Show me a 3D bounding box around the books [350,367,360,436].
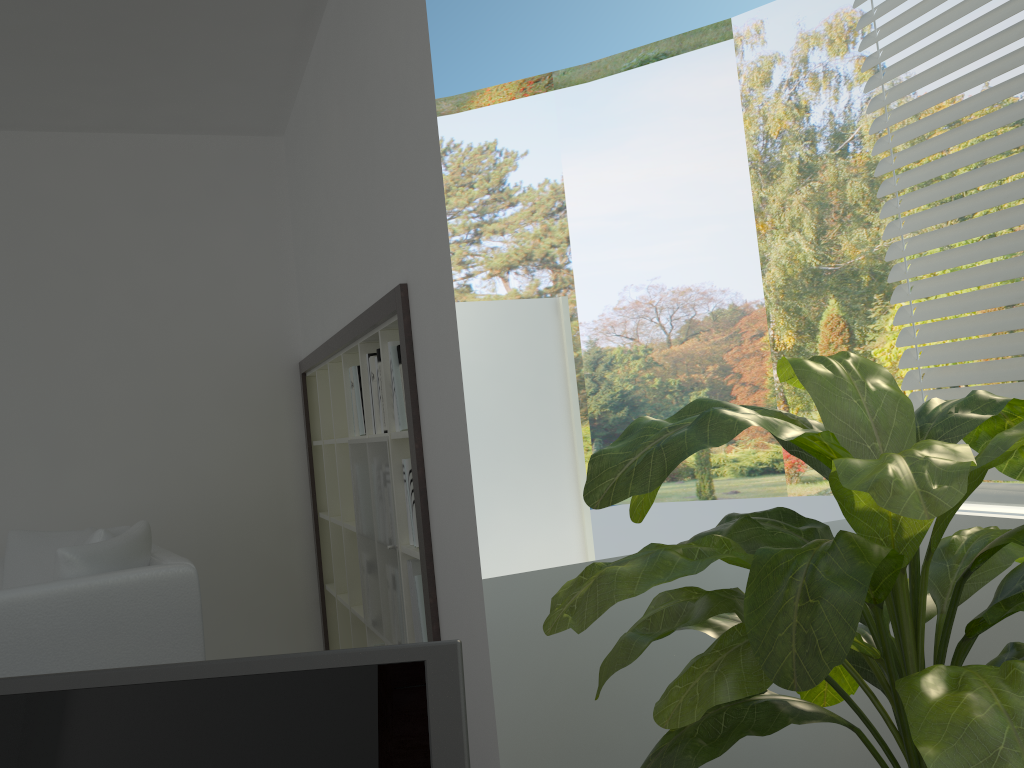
[{"bbox_3d":[-0.493,0.058,3.322,0.207,0.258,0.040,-5,-4,-21],"label":"books"}]

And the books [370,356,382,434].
[{"bbox_3d":[-0.362,0.029,2.973,0.207,0.258,0.040,-5,-4,-21],"label":"books"}]

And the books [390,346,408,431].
[{"bbox_3d":[-0.249,0.006,2.666,0.208,0.258,0.058,-5,-4,-21],"label":"books"}]

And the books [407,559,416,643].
[{"bbox_3d":[-0.202,0.672,2.702,0.212,0.298,0.032,-5,-4,-21],"label":"books"}]

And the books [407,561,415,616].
[{"bbox_3d":[-0.196,0.668,2.688,0.219,0.303,0.032,-5,-4,-21],"label":"books"}]

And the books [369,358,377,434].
[{"bbox_3d":[-0.371,0.032,3.013,0.207,0.258,0.040,-5,-4,-21],"label":"books"}]

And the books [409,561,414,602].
[{"bbox_3d":[-0.192,0.670,2.677,0.211,0.297,0.032,-5,-4,-21],"label":"books"}]

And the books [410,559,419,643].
[{"bbox_3d":[-0.191,0.667,2.672,0.217,0.301,0.032,-5,-4,-21],"label":"books"}]

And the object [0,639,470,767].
[{"bbox_3d":[-0.220,0.329,0.450,0.380,0.288,0.319,-6,-3,4],"label":"object"}]

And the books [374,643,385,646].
[{"bbox_3d":[-0.401,1.089,3.305,0.207,0.258,0.040,-5,-4,-21],"label":"books"}]

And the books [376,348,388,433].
[{"bbox_3d":[-0.326,0.015,2.887,0.207,0.272,0.053,-5,-4,-21],"label":"books"}]

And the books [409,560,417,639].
[{"bbox_3d":[-0.197,0.671,2.693,0.211,0.297,0.032,-5,-4,-21],"label":"books"}]

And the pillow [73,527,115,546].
[{"bbox_3d":[-1.480,0.728,3.059,0.255,0.467,0.531,-4,-3,-30],"label":"pillow"}]

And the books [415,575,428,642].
[{"bbox_3d":[-0.172,0.684,2.630,0.207,0.260,0.060,-5,-4,-21],"label":"books"}]

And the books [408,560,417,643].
[{"bbox_3d":[-0.199,0.672,2.698,0.211,0.297,0.032,-5,-4,-21],"label":"books"}]

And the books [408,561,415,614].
[{"bbox_3d":[-0.193,0.671,2.682,0.211,0.297,0.032,-5,-4,-21],"label":"books"}]

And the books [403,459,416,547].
[{"bbox_3d":[-0.209,0.344,2.663,0.208,0.260,0.060,-5,-4,-20],"label":"books"}]

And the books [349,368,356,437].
[{"bbox_3d":[-0.504,0.061,3.368,0.207,0.258,0.040,-5,-4,-21],"label":"books"}]

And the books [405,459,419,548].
[{"bbox_3d":[-0.201,0.343,2.639,0.207,0.260,0.060,-5,-4,-21],"label":"books"}]

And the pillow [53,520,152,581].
[{"bbox_3d":[-1.303,0.697,2.805,0.257,0.474,0.464,-6,-3,7],"label":"pillow"}]

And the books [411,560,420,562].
[{"bbox_3d":[-0.183,0.666,2.663,0.214,0.299,0.032,-5,-4,-21],"label":"books"}]

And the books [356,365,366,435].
[{"bbox_3d":[-0.455,0.051,3.259,0.208,0.258,0.058,-5,-4,-21],"label":"books"}]

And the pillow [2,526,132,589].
[{"bbox_3d":[-1.658,0.783,3.315,0.497,0.504,0.235,-6,-3,0],"label":"pillow"}]

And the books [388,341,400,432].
[{"bbox_3d":[-0.269,0.001,2.739,0.207,0.276,0.040,-5,-4,-21],"label":"books"}]

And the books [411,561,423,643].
[{"bbox_3d":[-0.182,0.668,2.652,0.211,0.297,0.032,-5,-4,-21],"label":"books"}]

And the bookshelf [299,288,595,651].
[{"bbox_3d":[-0.370,0.539,3.413,0.502,1.498,2.097,-4,-3,-21],"label":"bookshelf"}]

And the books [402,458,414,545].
[{"bbox_3d":[-0.223,0.348,2.714,0.207,0.258,0.040,-5,-4,-21],"label":"books"}]

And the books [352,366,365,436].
[{"bbox_3d":[-0.474,0.054,3.277,0.208,0.260,0.060,-5,-4,-20],"label":"books"}]

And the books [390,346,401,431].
[{"bbox_3d":[-0.254,0.006,2.692,0.207,0.260,0.060,-5,-4,-21],"label":"books"}]

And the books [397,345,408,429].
[{"bbox_3d":[-0.228,0.002,2.656,0.208,0.258,0.058,-5,-4,-21],"label":"books"}]

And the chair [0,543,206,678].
[{"bbox_3d":[-1.604,1.015,2.926,0.945,0.817,1.154,-4,-3,-30],"label":"chair"}]

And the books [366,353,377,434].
[{"bbox_3d":[-0.387,0.027,3.053,0.207,0.276,0.040,-5,-4,-21],"label":"books"}]

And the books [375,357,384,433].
[{"bbox_3d":[-0.341,0.029,2.936,0.207,0.252,0.040,-5,-4,-21],"label":"books"}]

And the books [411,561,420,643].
[{"bbox_3d":[-0.185,0.668,2.656,0.212,0.298,0.032,-5,-4,-21],"label":"books"}]

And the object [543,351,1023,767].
[{"bbox_3d":[0.645,0.527,1.387,1.026,1.200,1.119,-3,-4,-42],"label":"object"}]

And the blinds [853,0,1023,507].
[{"bbox_3d":[1.546,-1.953,0.642,1.220,4.269,3.914,-6,-3,-2],"label":"blinds"}]
